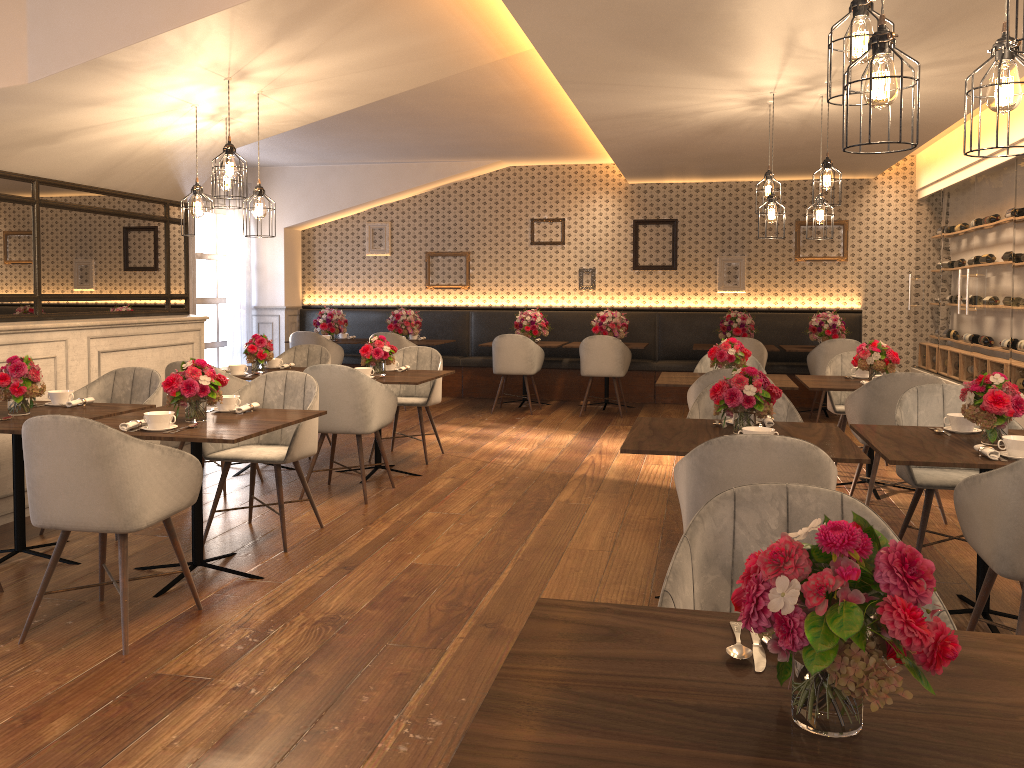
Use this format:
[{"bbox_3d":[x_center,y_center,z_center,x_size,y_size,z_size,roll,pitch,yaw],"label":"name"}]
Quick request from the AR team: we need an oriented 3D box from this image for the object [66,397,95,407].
[{"bbox_3d":[-2.227,0.093,4.567,0.056,0.039,0.176,1,6,12],"label":"object"}]

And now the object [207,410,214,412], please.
[{"bbox_3d":[-1.496,0.133,4.382,0.022,0.004,0.211,1,6,12],"label":"object"}]

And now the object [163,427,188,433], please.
[{"bbox_3d":[-1.427,0.193,3.799,0.022,0.004,0.211,1,6,12],"label":"object"}]

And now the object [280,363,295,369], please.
[{"bbox_3d":[-1.733,-0.140,6.833,0.056,0.039,0.176,1,6,12],"label":"object"}]

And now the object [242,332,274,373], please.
[{"bbox_3d":[-1.864,-0.236,6.491,0.234,0.300,0.306,-1,4,-13],"label":"object"}]

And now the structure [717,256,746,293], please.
[{"bbox_3d":[2.657,-1.325,10.706,0.340,0.439,0.035,1,3,12],"label":"structure"}]

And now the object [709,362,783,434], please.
[{"bbox_3d":[0.987,0.059,3.730,0.305,0.300,0.235,-1,4,-10],"label":"object"}]

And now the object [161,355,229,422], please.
[{"bbox_3d":[-1.438,0.019,4.037,0.234,0.300,0.306,3,5,31],"label":"object"}]

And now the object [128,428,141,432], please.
[{"bbox_3d":[-1.585,0.180,3.815,0.025,0.024,0.193,1,6,12],"label":"object"}]

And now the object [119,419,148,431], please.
[{"bbox_3d":[-1.620,0.173,3.813,0.056,0.039,0.176,1,6,12],"label":"object"}]

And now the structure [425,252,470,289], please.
[{"bbox_3d":[-0.835,-1.470,11.462,0.601,0.484,0.032,1,3,12],"label":"structure"}]

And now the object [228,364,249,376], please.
[{"bbox_3d":[-1.939,-0.098,6.255,0.148,0.072,0.149,-2,6,-20],"label":"object"}]

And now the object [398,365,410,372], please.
[{"bbox_3d":[-0.810,-0.116,6.633,0.056,0.039,0.176,1,6,12],"label":"object"}]

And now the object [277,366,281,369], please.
[{"bbox_3d":[-1.769,-0.133,6.832,0.025,0.024,0.193,1,6,12],"label":"object"}]

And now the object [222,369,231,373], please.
[{"bbox_3d":[-2.050,-0.084,6.279,0.056,0.039,0.176,1,6,12],"label":"object"}]

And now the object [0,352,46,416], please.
[{"bbox_3d":[-2.358,-0.004,4.225,0.234,0.300,0.306,-1,4,-13],"label":"object"}]

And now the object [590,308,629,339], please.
[{"bbox_3d":[1.114,-0.654,10.034,0.420,0.424,0.407,1,4,14],"label":"object"}]

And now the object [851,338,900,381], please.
[{"bbox_3d":[2.435,-0.162,5.918,0.305,0.300,0.235,3,5,34],"label":"object"}]

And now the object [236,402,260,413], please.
[{"bbox_3d":[-1.303,0.117,4.367,0.056,0.039,0.176,1,6,12],"label":"object"}]

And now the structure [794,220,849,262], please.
[{"bbox_3d":[3.660,-1.692,10.470,0.601,0.484,0.032,1,3,12],"label":"structure"}]

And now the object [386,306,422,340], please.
[{"bbox_3d":[-1.281,-0.717,10.565,0.419,0.424,0.407,0,4,0],"label":"object"}]

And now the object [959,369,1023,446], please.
[{"bbox_3d":[1.911,0.087,3.499,0.234,0.300,0.306,1,4,14],"label":"object"}]

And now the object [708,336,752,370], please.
[{"bbox_3d":[1.514,-0.189,6.150,0.305,0.300,0.235,-1,4,-10],"label":"object"}]

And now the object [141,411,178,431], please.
[{"bbox_3d":[-1.509,0.159,3.788,0.148,0.072,0.149,-2,6,-20],"label":"object"}]

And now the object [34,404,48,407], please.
[{"bbox_3d":[-2.420,0.108,4.583,0.022,0.004,0.211,1,6,12],"label":"object"}]

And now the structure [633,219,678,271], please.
[{"bbox_3d":[1.761,-1.710,10.892,0.544,0.631,0.035,1,3,12],"label":"structure"}]

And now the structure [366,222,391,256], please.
[{"bbox_3d":[-1.761,-1.910,11.645,0.340,0.439,0.035,1,3,12],"label":"structure"}]

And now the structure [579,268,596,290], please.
[{"bbox_3d":[0.943,-1.313,11.089,0.216,0.277,0.018,1,3,12],"label":"structure"}]

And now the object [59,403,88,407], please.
[{"bbox_3d":[-2.263,0.100,4.566,0.025,0.024,0.193,1,6,12],"label":"object"}]

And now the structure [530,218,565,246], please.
[{"bbox_3d":[0.452,-1.921,11.171,0.449,0.344,0.016,1,3,12],"label":"structure"}]

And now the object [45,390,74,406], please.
[{"bbox_3d":[-2.338,0.073,4.591,0.148,0.072,0.149,-2,6,-20],"label":"object"}]

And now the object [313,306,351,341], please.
[{"bbox_3d":[-2.207,-0.742,10.771,0.420,0.424,0.406,-3,5,-35],"label":"object"}]

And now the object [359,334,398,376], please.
[{"bbox_3d":[-0.944,-0.213,6.303,0.234,0.300,0.306,3,5,31],"label":"object"}]

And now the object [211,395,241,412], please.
[{"bbox_3d":[-1.415,0.097,4.390,0.148,0.072,0.149,-2,6,-20],"label":"object"}]

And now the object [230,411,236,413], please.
[{"bbox_3d":[-1.339,0.124,4.365,0.025,0.024,0.193,1,6,12],"label":"object"}]

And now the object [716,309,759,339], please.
[{"bbox_3d":[2.480,-0.620,9.750,0.420,0.424,0.406,-3,5,-35],"label":"object"}]

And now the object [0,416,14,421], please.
[{"bbox_3d":[-2.325,0.165,3.987,0.043,0.015,0.198,2,6,16],"label":"object"}]

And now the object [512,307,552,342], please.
[{"bbox_3d":[0.225,-0.687,10.329,0.420,0.424,0.406,-3,5,-34],"label":"object"}]

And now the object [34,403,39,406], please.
[{"bbox_3d":[-2.453,0.101,4.597,0.043,0.015,0.198,1,6,8],"label":"object"}]

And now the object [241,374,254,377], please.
[{"bbox_3d":[-1.857,-0.064,6.265,0.022,0.004,0.211,1,6,12],"label":"object"}]

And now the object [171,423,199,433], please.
[{"bbox_3d":[-1.402,0.189,3.786,0.043,0.015,0.198,2,6,16],"label":"object"}]

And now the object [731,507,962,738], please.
[{"bbox_3d":[0.438,0.318,1.215,0.306,0.300,0.234,4,6,45],"label":"object"}]

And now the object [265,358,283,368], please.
[{"bbox_3d":[-1.845,-0.160,6.856,0.148,0.072,0.149,-2,6,-20],"label":"object"}]

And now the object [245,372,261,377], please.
[{"bbox_3d":[-1.832,-0.068,6.253,0.043,0.015,0.198,2,6,16],"label":"object"}]

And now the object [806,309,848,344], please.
[{"bbox_3d":[3.400,-0.597,9.562,0.420,0.424,0.406,-3,5,-34],"label":"object"}]
